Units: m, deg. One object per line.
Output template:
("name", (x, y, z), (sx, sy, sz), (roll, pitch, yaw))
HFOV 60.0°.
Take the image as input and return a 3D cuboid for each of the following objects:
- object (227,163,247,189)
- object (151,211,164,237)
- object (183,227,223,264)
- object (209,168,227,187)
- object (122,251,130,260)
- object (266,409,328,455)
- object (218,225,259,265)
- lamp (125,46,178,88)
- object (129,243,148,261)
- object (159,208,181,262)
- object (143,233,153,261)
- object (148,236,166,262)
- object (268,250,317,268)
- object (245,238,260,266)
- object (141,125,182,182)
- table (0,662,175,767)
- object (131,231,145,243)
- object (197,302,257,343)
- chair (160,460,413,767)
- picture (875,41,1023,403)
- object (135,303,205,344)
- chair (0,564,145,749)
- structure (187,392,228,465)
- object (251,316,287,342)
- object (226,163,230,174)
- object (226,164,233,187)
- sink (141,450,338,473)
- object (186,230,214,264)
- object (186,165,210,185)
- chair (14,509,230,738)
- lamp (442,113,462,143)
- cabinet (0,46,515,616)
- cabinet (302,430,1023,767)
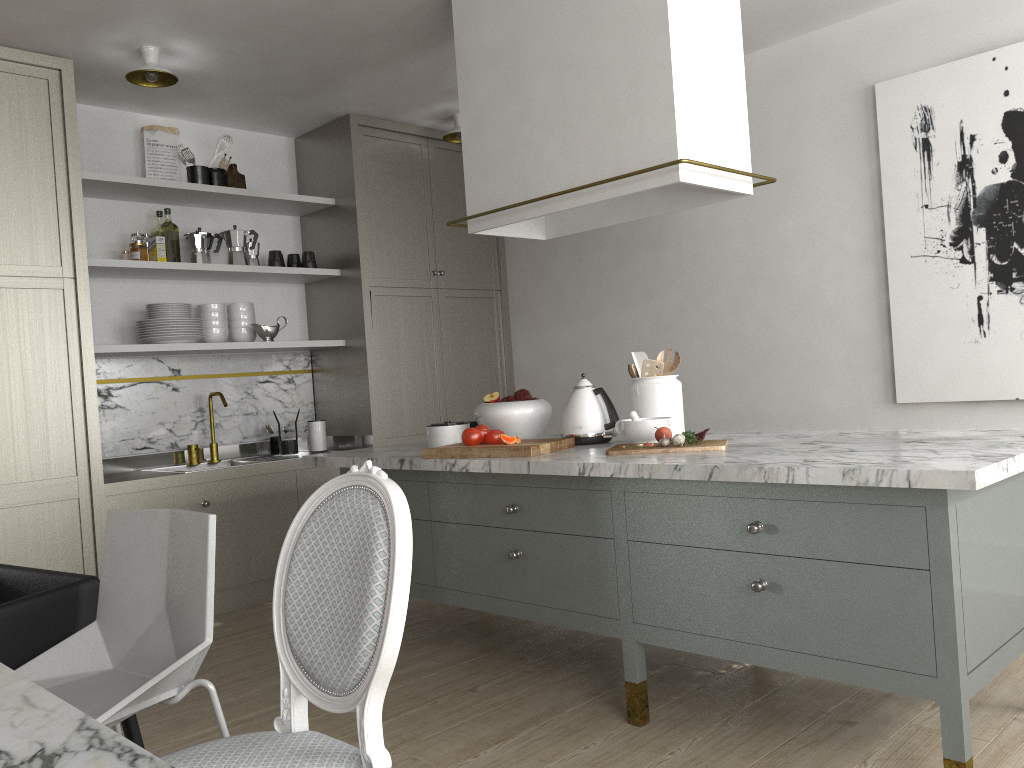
("object", (-1.400, -1.032, 4.504), (0.092, 0.183, 0.038), (-4, 0, -35))
("object", (-1.682, -0.689, 4.256), (0.066, 0.282, 0.066), (-4, 0, 35))
("object", (-1.515, -0.665, 4.360), (0.175, 0.212, 0.111), (-4, 0, -9))
("object", (-1.477, -0.998, 4.411), (0.112, 0.128, 0.112), (-4, 0, 29))
("object", (-1.802, -0.581, 4.143), (0.046, 0.084, 0.046), (-4, 0, -18))
("object", (-1.119, 0.243, 4.577), (0.307, 0.229, 0.144), (-4, 0, -2))
("object", (-1.343, -0.677, 4.360), (0.175, 0.212, 0.111), (-4, 0, 16))
("lamp", (-1.442, -1.274, 3.543), (0.197, 0.130, 0.197), (-4, 0, -10))
("object", (-1.720, -0.595, 4.086), (0.078, 0.101, 0.078), (-4, 0, 1))
("object", (-1.624, -0.693, 4.199), (0.089, 0.282, 0.082), (-4, 0, 40))
("object", (-1.731, -0.630, 4.215), (0.059, 0.172, 0.059), (-4, 0, -18))
("object", (-1.671, -0.619, 4.179), (0.077, 0.141, 0.044), (-4, 0, 40))
("object", (-1.163, -0.634, 4.624), (0.264, 0.098, 0.173), (-4, 0, -36))
("object", (-1.327, -0.657, 4.517), (0.087, 0.167, 0.138), (-4, 0, -21))
("object", (-1.692, -1.082, 4.291), (0.183, 0.327, 0.074), (-4, 0, -36))
("table", (-1.208, 0.746, 1.187), (0.870, 0.583, 1.781), (-4, 0, -45))
("object", (-1.747, -0.629, 4.151), (0.059, 0.172, 0.059), (-4, 0, 18))
("object", (-1.436, -0.301, 4.475), (0.149, 0.216, 0.309), (-4, 0, 38))
("chair", (-0.394, 0.561, 1.379), (0.480, 0.833, 0.505), (-4, 0, 43))
("picture", (2.095, -0.614, 3.113), (0.039, 1.315, 1.545), (-4, 0, -45))
("object", (-1.604, -0.276, 4.164), (0.300, 0.195, 0.306), (-4, 0, 41))
("chair", (-1.221, 0.741, 1.949), (0.569, 0.597, 0.609), (-4, 0, 35))
("structure", (-1.491, 0.216, 4.321), (0.167, 0.347, 0.195), (-4, 0, -37))
("object", (-1.223, -0.275, 4.476), (0.102, 0.135, 0.210), (-4, 0, 37))
("object", (-1.435, -1.030, 4.506), (0.092, 0.185, 0.023), (-4, 0, -35))
("object", (-1.411, -1.031, 4.505), (0.092, 0.183, 0.038), (-4, 0, -35))
("sink", (-1.267, 0.457, 4.327), (0.877, 0.174, 0.475), (-4, 0, -45))
("object", (-1.477, -0.644, 4.191), (0.138, 0.167, 0.087), (-4, 0, 41))
("object", (-1.522, -0.990, 4.307), (0.108, 0.118, 0.108), (-4, 0, 36))
("chair", (-0.790, 0.636, 1.660), (0.470, 0.745, 0.439), (-4, 0, 35))
("lamp", (-0.275, -1.362, 4.704), (0.197, 0.130, 0.197), (-4, 0, -40))
("cabinet", (-2.258, -0.087, 3.702), (5.433, 2.377, 0.947), (-4, 0, -45))
("cabinet", (0.372, 0.553, 2.808), (0.870, 0.721, 2.360), (-4, 0, -45))
